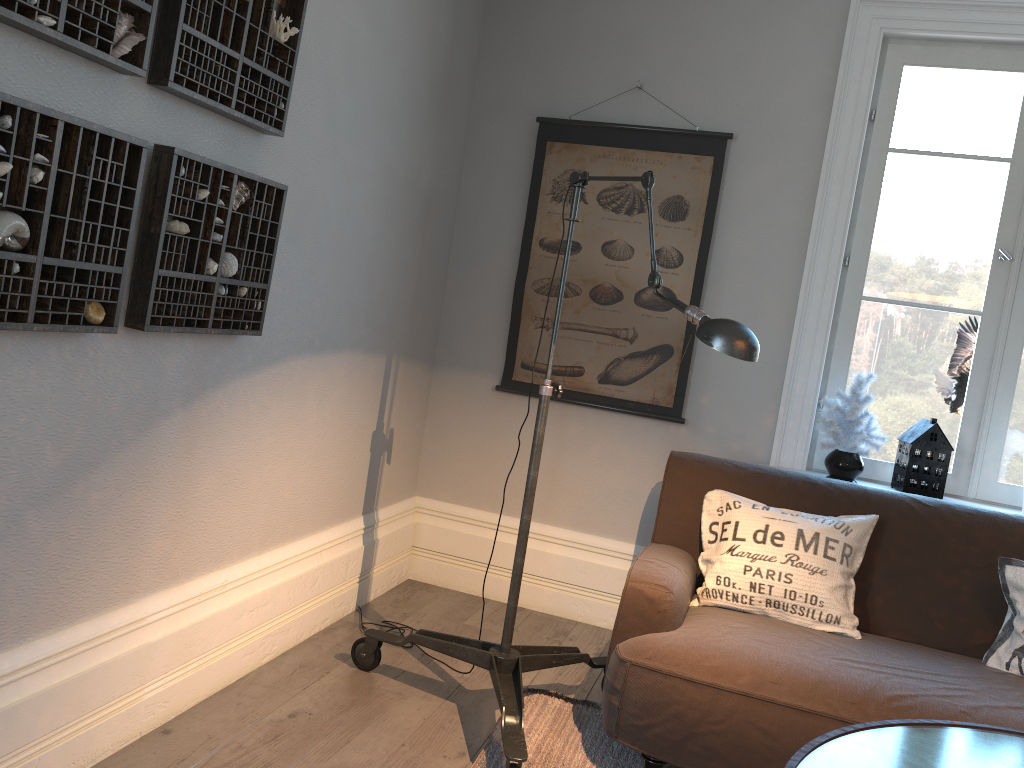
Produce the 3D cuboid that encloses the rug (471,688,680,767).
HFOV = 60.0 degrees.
[{"bbox_3d":[1.005,1.220,1.292,2.819,0.090,2.400,10,5,17],"label":"rug"}]

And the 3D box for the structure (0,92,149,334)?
[{"bbox_3d":[-0.898,-0.308,1.671,0.086,0.415,0.468,10,4,17],"label":"structure"}]

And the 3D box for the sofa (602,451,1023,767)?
[{"bbox_3d":[1.389,0.819,2.413,2.165,0.824,0.969,10,4,17],"label":"sofa"}]

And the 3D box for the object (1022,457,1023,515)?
[{"bbox_3d":[1.867,0.270,2.997,0.239,0.409,0.128,10,4,13],"label":"object"}]

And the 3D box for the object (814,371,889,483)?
[{"bbox_3d":[1.234,0.145,3.263,0.247,0.423,0.263,6,5,-38],"label":"object"}]

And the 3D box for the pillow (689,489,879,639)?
[{"bbox_3d":[0.816,0.538,2.695,0.519,0.368,0.240,10,4,17],"label":"pillow"}]

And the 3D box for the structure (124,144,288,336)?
[{"bbox_3d":[-0.736,-0.331,2.196,0.086,0.415,0.468,10,4,17],"label":"structure"}]

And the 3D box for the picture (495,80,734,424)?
[{"bbox_3d":[0.406,-0.554,3.557,0.793,1.312,0.057,10,4,17],"label":"picture"}]

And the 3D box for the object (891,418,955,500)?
[{"bbox_3d":[1.482,0.260,3.198,0.155,0.284,0.155,9,4,7],"label":"object"}]

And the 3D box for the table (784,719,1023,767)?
[{"bbox_3d":[0.996,1.025,1.252,1.300,0.503,1.300,9,4,10],"label":"table"}]

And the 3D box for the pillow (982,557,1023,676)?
[{"bbox_3d":[1.564,0.687,2.427,0.472,0.347,0.159,10,4,14],"label":"pillow"}]

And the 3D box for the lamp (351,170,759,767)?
[{"bbox_3d":[0.052,0.173,2.843,0.797,1.644,1.865,6,5,-36],"label":"lamp"}]

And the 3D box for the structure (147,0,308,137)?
[{"bbox_3d":[-0.652,-0.858,2.136,0.105,0.415,0.468,10,4,16],"label":"structure"}]

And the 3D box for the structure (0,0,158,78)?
[{"bbox_3d":[-0.831,-0.844,1.630,0.099,0.415,0.468,10,4,17],"label":"structure"}]
